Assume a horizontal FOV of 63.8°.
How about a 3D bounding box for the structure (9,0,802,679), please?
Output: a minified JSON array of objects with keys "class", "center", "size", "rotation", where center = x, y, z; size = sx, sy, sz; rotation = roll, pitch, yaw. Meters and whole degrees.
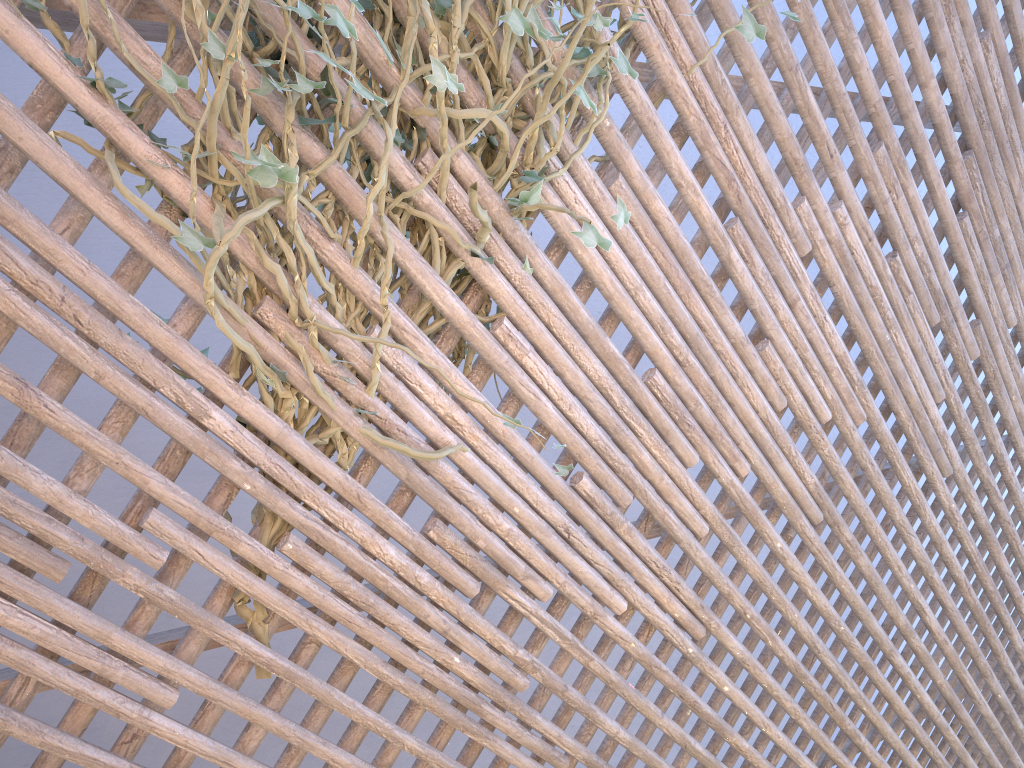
[{"class":"structure","center":[0.053,-1.011,1.138],"size":[2.261,2.984,0.690],"rotation":[-13,21,-32]}]
